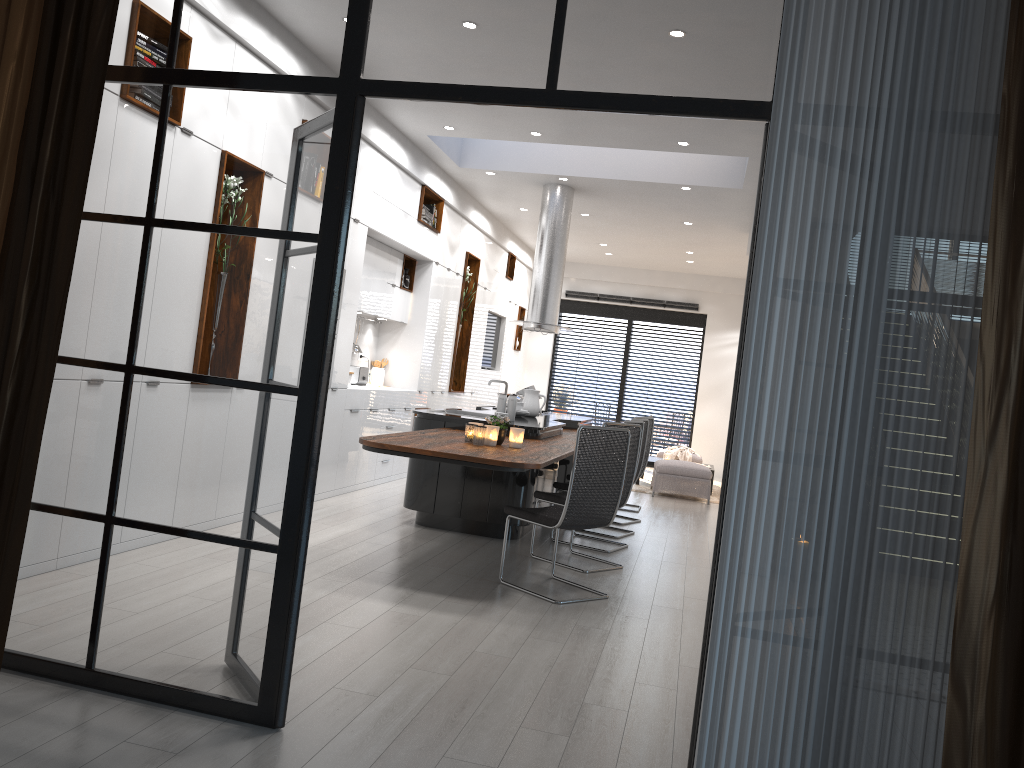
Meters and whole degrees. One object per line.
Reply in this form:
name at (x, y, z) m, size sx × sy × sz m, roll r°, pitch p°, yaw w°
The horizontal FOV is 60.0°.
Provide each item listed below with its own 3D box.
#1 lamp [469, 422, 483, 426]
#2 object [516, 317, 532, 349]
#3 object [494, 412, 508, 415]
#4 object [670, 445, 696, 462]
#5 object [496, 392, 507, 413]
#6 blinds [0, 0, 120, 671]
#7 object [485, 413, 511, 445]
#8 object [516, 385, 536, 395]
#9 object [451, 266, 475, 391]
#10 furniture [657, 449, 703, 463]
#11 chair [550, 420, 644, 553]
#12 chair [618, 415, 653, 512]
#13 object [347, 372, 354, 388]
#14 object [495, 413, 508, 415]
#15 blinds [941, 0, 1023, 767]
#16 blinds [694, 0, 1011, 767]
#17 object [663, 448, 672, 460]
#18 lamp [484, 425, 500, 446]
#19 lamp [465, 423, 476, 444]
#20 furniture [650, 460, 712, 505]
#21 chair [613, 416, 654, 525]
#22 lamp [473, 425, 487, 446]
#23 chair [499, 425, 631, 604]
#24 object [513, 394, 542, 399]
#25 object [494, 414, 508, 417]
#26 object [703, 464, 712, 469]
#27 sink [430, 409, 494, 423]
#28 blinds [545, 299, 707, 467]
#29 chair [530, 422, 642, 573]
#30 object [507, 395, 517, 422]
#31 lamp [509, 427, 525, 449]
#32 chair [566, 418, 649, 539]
lamp at (-0.237, 0.310, 5.652) m, size 0.096 × 0.124 × 0.095 m, roll 7°, pitch -1°, yaw 29°
object at (0.111, -0.879, 14.593) m, size 0.480 × 0.626 × 0.315 m, roll 7°, pitch -1°, yaw 3°
object at (-0.083, 0.237, 6.932) m, size 0.111 × 0.023 × 0.111 m, roll 7°, pitch 0°, yaw 24°
object at (2.542, 1.098, 13.332) m, size 0.418 × 0.355 × 0.760 m, roll 7°, pitch 0°, yaw 20°
object at (-0.083, 0.177, 7.083) m, size 0.071 × 0.219 × 0.071 m, roll 8°, pitch -1°, yaw -24°
blinds at (-1.676, -0.521, 2.798) m, size 0.811 × 3.046 × 0.254 m, roll 7°, pitch -1°, yaw 11°
object at (-0.091, 0.287, 5.690) m, size 0.151 × 0.206 × 0.157 m, roll 7°, pitch -1°, yaw 29°
object at (0.160, 0.111, 9.637) m, size 0.256 × 0.212 × 0.249 m, roll 7°, pitch 0°, yaw -43°
object at (-0.692, -0.719, 11.258) m, size 0.322 × 1.615 × 0.322 m, roll 6°, pitch -1°, yaw 38°
furniture at (2.520, 1.223, 13.384) m, size 0.700 × 0.460 × 0.699 m, roll 7°, pitch 0°, yaw 12°
chair at (0.666, 0.762, 7.047) m, size 0.537 × 1.019 × 0.470 m, roll 7°, pitch -1°, yaw 27°
chair at (1.165, 0.804, 9.490) m, size 0.537 × 1.019 × 0.470 m, roll 7°, pitch -1°, yaw 12°
object at (-1.627, -0.056, 7.993) m, size 0.380 × 0.148 × 0.263 m, roll 7°, pitch 0°, yaw 12°
object at (-0.084, 0.244, 6.932) m, size 0.111 × 0.023 × 0.111 m, roll 7°, pitch 0°, yaw 24°
blinds at (1.527, -0.113, 2.097) m, size 0.811 × 3.046 × 0.254 m, roll 7°, pitch -1°, yaw 13°
blinds at (1.269, -0.140, 2.256) m, size 1.302 × 3.070 × 0.052 m, roll 7°, pitch -1°, yaw 12°
object at (2.128, 0.971, 12.116) m, size 0.110 × 0.183 × 0.119 m, roll 7°, pitch -1°, yaw 18°
lamp at (-0.132, 0.324, 5.556) m, size 0.095 × 0.124 × 0.095 m, roll 7°, pitch 0°, yaw 5°
lamp at (-0.257, 0.312, 5.548) m, size 0.078 × 0.120 × 0.078 m, roll 7°, pitch -1°, yaw -5°
furniture at (2.116, 1.191, 11.107) m, size 0.700 × 0.460 × 0.699 m, roll 7°, pitch 0°, yaw 7°
chair at (0.979, 0.789, 8.546) m, size 0.537 × 1.019 × 0.470 m, roll 7°, pitch -1°, yaw 32°
lamp at (-0.200, 0.320, 5.469) m, size 0.078 × 0.120 × 0.078 m, roll 7°, pitch -1°, yaw -5°
chair at (0.305, 0.730, 5.329) m, size 0.470 × 1.019 × 0.537 m, roll 8°, pitch -1°, yaw -43°
object at (0.157, 0.198, 9.637) m, size 0.252 × 0.147 × 0.266 m, roll 7°, pitch 0°, yaw -35°
object at (-0.086, 0.257, 6.932) m, size 0.111 × 0.023 × 0.111 m, roll 7°, pitch 0°, yaw 24°
object at (2.592, 1.106, 12.018) m, size 0.281 × 0.032 × 0.532 m, roll 7°, pitch 1°, yaw 25°
sink at (-0.358, 0.322, 7.393) m, size 0.485 × 0.153 × 0.738 m, roll 7°, pitch 0°, yaw 12°
blinds at (1.946, -0.004, 15.514) m, size 2.586 × 2.721 × 0.358 m, roll 7°, pitch -1°, yaw 12°
chair at (0.507, 0.748, 6.245) m, size 0.537 × 1.019 × 0.470 m, roll 7°, pitch -1°, yaw 42°
object at (-0.001, 0.187, 7.075) m, size 0.071 × 0.219 × 0.070 m, roll 6°, pitch -1°, yaw 38°
lamp at (0.028, 0.344, 5.640) m, size 0.096 × 0.124 × 0.095 m, roll 7°, pitch -1°, yaw 45°
chair at (0.815, 0.775, 7.749) m, size 0.537 × 1.019 × 0.470 m, roll 7°, pitch -1°, yaw 27°
